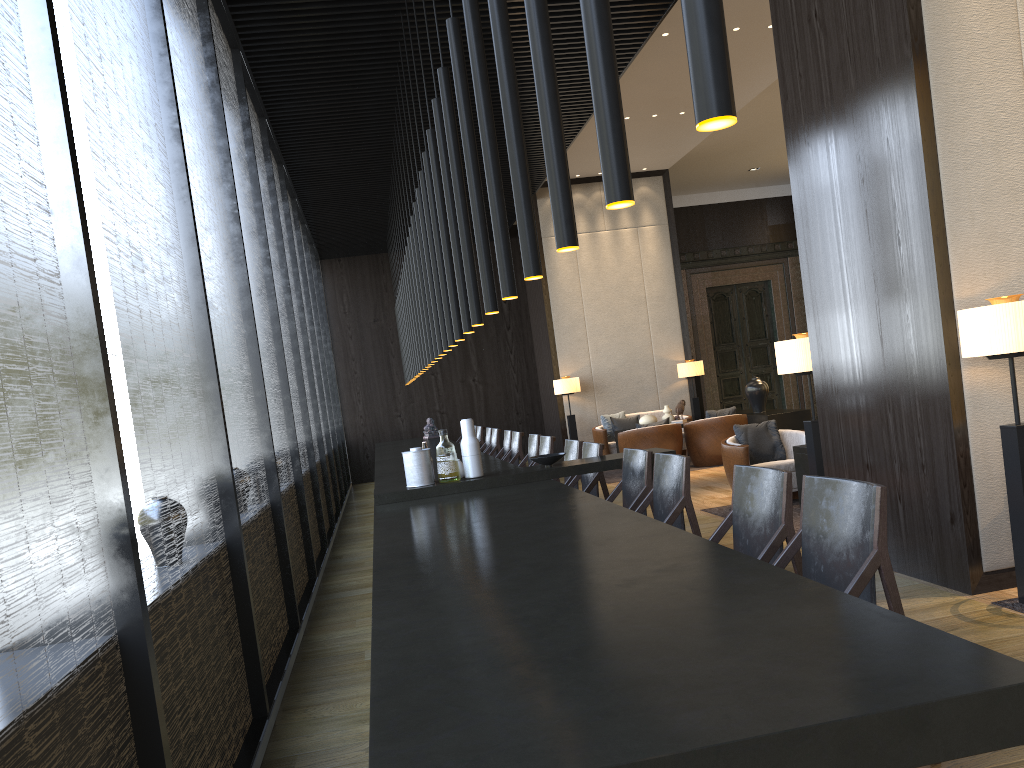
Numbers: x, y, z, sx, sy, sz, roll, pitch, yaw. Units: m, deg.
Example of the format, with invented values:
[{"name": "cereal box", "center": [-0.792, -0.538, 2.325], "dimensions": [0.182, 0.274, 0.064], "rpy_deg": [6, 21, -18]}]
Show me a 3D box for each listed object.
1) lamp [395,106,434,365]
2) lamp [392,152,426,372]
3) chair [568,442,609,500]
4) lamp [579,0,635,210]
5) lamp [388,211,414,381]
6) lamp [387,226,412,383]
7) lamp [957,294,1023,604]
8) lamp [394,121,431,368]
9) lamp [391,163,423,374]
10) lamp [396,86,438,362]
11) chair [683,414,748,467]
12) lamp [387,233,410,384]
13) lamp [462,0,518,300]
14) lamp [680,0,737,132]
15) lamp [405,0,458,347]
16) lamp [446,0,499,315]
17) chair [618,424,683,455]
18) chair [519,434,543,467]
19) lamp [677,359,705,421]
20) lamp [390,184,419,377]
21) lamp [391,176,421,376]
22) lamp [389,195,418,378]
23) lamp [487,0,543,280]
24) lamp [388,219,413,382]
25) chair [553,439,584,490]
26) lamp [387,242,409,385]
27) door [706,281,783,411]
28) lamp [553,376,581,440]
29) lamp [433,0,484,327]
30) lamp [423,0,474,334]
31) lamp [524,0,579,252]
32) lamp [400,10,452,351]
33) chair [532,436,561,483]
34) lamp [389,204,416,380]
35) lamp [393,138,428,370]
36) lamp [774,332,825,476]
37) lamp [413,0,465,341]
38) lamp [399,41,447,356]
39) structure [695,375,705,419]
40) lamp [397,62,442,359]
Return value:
[{"name": "lamp", "center": [-0.906, -1.377, 8.089], "dimensions": [0.060, 2.427, 0.060], "rpy_deg": [-8, 3, -14]}, {"name": "lamp", "center": [-1.125, -1.334, 9.515], "dimensions": [0.060, 2.427, 0.060], "rpy_deg": [-8, 3, -4]}, {"name": "chair", "center": [0.394, 0.825, 5.853], "dimensions": [0.562, 0.829, 0.525], "rpy_deg": [-8, 2, -9]}, {"name": "lamp", "center": [0.064, -1.571, 1.778], "dimensions": [0.060, 2.427, 0.060], "rpy_deg": [-8, 3, -14]}, {"name": "lamp", "center": [-1.555, -1.248, 12.317], "dimensions": [0.060, 2.427, 0.060], "rpy_deg": [-8, 3, -14]}, {"name": "lamp", "center": [-1.708, -1.218, 13.313], "dimensions": [0.060, 2.427, 0.060], "rpy_deg": [-8, 3, -14]}, {"name": "lamp", "center": [2.214, 0.294, 3.851], "dimensions": [0.374, 1.354, 0.375], "rpy_deg": [-9, 3, -19]}, {"name": "lamp", "center": [-0.975, -1.364, 8.538], "dimensions": [0.060, 2.427, 0.060], "rpy_deg": [-8, 3, -4]}, {"name": "lamp", "center": [-1.193, -1.320, 9.963], "dimensions": [0.060, 2.427, 0.060], "rpy_deg": [-8, 3, -14]}, {"name": "lamp", "center": [-0.833, -1.392, 7.617], "dimensions": [0.060, 2.427, 0.060], "rpy_deg": [-8, 3, -4]}, {"name": "chair", "center": [2.577, 0.694, 10.988], "dimensions": [0.803, 0.606, 0.605], "rpy_deg": [-8, 1, -8]}, {"name": "lamp", "center": [-1.785, -1.202, 13.814], "dimensions": [0.060, 2.427, 0.060], "rpy_deg": [-8, 3, -14]}, {"name": "lamp", "center": [-0.169, -1.524, 3.295], "dimensions": [0.060, 2.427, 0.060], "rpy_deg": [-8, 3, -14]}, {"name": "lamp", "center": [0.143, -1.586, 1.259], "dimensions": [0.060, 2.427, 0.060], "rpy_deg": [-8, 3, -14]}, {"name": "lamp", "center": [-0.546, -1.449, 5.751], "dimensions": [0.060, 2.427, 0.060], "rpy_deg": [-8, 3, -14]}, {"name": "lamp", "center": [-0.247, -1.509, 3.804], "dimensions": [0.060, 2.427, 0.060], "rpy_deg": [-8, 3, -14]}, {"name": "chair", "center": [1.739, 0.805, 10.863], "dimensions": [0.803, 0.606, 0.605], "rpy_deg": [-8, 1, -8]}, {"name": "chair", "center": [0.066, 0.891, 7.991], "dimensions": [0.562, 0.829, 0.525], "rpy_deg": [-8, 2, -9]}, {"name": "lamp", "center": [2.682, 0.321, 12.959], "dimensions": [0.376, 1.354, 0.373], "rpy_deg": [-6, 3, 39]}, {"name": "lamp", "center": [-1.335, -1.292, 10.887], "dimensions": [0.060, 2.427, 0.060], "rpy_deg": [-8, 3, -14]}, {"name": "lamp", "center": [-1.265, -1.306, 10.430], "dimensions": [0.060, 2.427, 0.060], "rpy_deg": [-8, 3, -14]}, {"name": "lamp", "center": [-1.411, -1.277, 11.379], "dimensions": [0.060, 2.427, 0.060], "rpy_deg": [-8, 3, -14]}, {"name": "lamp", "center": [-0.091, -1.540, 2.787], "dimensions": [0.060, 2.427, 0.060], "rpy_deg": [-8, 3, -14]}, {"name": "lamp", "center": [-1.632, -1.233, 12.819], "dimensions": [0.060, 2.427, 0.060], "rpy_deg": [-8, 3, -14]}, {"name": "chair", "center": [0.307, 0.843, 6.421], "dimensions": [0.562, 0.829, 0.525], "rpy_deg": [-8, 2, -9]}, {"name": "lamp", "center": [-1.864, -1.187, 14.326], "dimensions": [0.060, 2.427, 0.060], "rpy_deg": [-8, 3, -14]}, {"name": "door", "center": [4.363, -0.535, 16.650], "dimensions": [1.285, 2.704, 0.052], "rpy_deg": [-8, 3, -8]}, {"name": "lamp", "center": [0.857, 0.564, 12.686], "dimensions": [0.376, 1.354, 0.373], "rpy_deg": [-7, 3, 21]}, {"name": "lamp", "center": [-0.331, -1.492, 4.349], "dimensions": [0.060, 2.427, 0.060], "rpy_deg": [-8, 3, -14]}, {"name": "lamp", "center": [-0.397, -1.479, 4.775], "dimensions": [0.060, 2.427, 0.060], "rpy_deg": [-8, 3, -14]}, {"name": "lamp", "center": [-0.013, -1.555, 2.280], "dimensions": [0.060, 2.427, 0.060], "rpy_deg": [-8, 3, -14]}, {"name": "lamp", "center": [-0.616, -1.435, 6.202], "dimensions": [0.060, 2.427, 0.060], "rpy_deg": [-8, 3, -14]}, {"name": "chair", "center": [0.153, 0.874, 7.422], "dimensions": [0.562, 0.829, 0.525], "rpy_deg": [-8, 2, -9]}, {"name": "lamp", "center": [-1.482, -1.263, 11.844], "dimensions": [0.060, 2.427, 0.060], "rpy_deg": [-8, 3, -14]}, {"name": "lamp", "center": [-1.050, -1.349, 9.027], "dimensions": [0.060, 2.427, 0.060], "rpy_deg": [-8, 3, -14]}, {"name": "lamp", "center": [1.940, 0.349, 5.638], "dimensions": [0.376, 1.354, 0.373], "rpy_deg": [-7, 3, 21]}, {"name": "lamp", "center": [-0.476, -1.463, 5.291], "dimensions": [0.060, 2.427, 0.060], "rpy_deg": [-8, 3, -14]}, {"name": "lamp", "center": [-0.689, -1.420, 6.681], "dimensions": [0.060, 2.427, 0.060], "rpy_deg": [-8, 3, -14]}, {"name": "structure", "center": [2.852, 0.375, 13.881], "dimensions": [0.240, 1.221, 0.240], "rpy_deg": [-8, 3, -9]}, {"name": "lamp", "center": [-0.757, -1.407, 7.122], "dimensions": [0.060, 2.427, 0.060], "rpy_deg": [-8, 3, -14]}]
